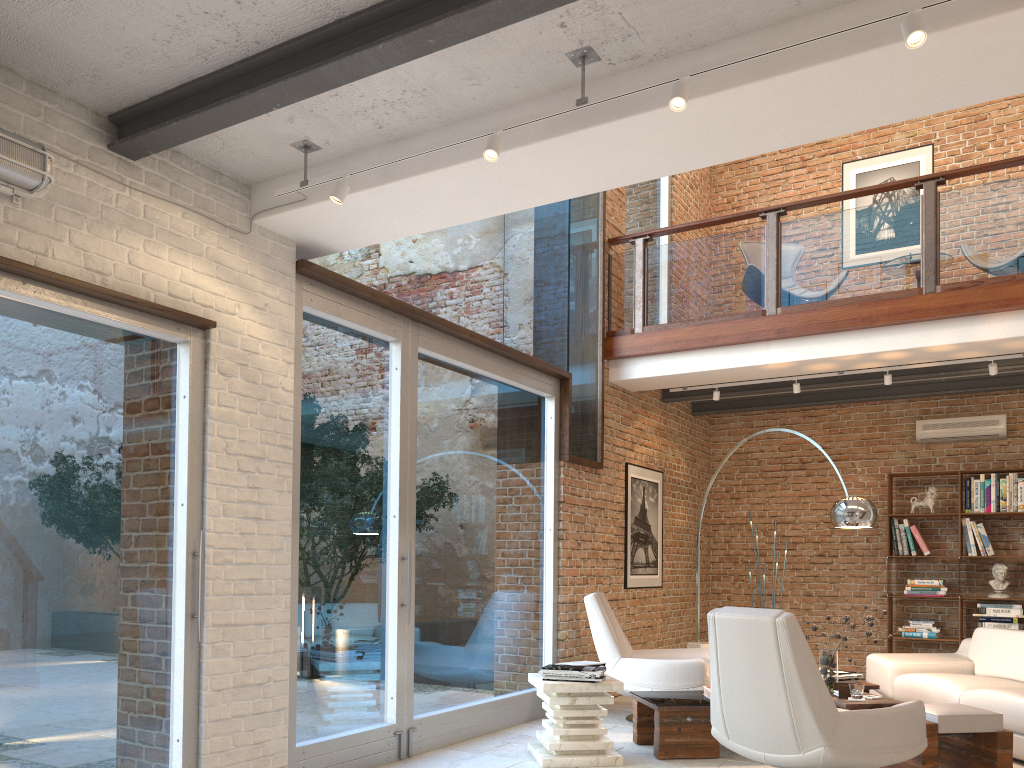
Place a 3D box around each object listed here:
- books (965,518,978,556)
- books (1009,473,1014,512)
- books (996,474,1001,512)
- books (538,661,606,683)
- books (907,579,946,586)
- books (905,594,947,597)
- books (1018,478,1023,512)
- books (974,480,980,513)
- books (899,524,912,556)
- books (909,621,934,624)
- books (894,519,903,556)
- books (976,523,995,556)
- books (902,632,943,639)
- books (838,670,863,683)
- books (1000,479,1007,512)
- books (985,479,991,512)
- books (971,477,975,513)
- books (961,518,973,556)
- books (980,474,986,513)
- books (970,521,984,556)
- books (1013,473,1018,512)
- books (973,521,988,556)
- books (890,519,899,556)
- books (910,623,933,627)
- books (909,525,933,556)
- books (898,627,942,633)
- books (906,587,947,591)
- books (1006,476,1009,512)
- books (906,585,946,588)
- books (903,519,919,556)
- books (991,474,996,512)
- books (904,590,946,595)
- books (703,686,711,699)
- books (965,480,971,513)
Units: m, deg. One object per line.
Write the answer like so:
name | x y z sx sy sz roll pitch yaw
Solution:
books | 4.581 1.529 8.684 0.103 0.377 0.247 -1 -4 31
books | 4.892 1.074 8.537 0.036 0.377 0.247 0 -4 31
books | 4.787 1.083 8.584 0.036 0.377 0.247 0 -4 31
books | 0.418 1.800 5.482 0.389 0.078 0.580 -2 -12 15
books | 4.232 2.023 8.891 0.328 0.054 0.259 -7 -14 33
books | 4.221 2.154 8.889 0.357 0.020 0.276 -6 -14 30
books | 4.953 1.089 8.477 0.055 0.324 0.258 0 -5 31
books | 4.630 1.126 8.668 0.055 0.324 0.258 0 -5 31
books | 4.076 1.617 9.030 0.102 0.329 0.258 -1 -5 31
books | 4.192 2.437 8.928 0.237 0.018 0.174 -5 -13 24
books | 4.022 1.594 9.040 0.091 0.378 0.247 -1 -4 31
books | 4.688 1.543 8.624 0.158 0.324 0.258 -1 -6 31
books | 4.187 2.555 8.894 0.329 0.054 0.258 -9 -15 40
books | 2.263 2.089 6.217 0.403 0.073 0.254 6 -12 -26
books | 4.819 1.102 8.547 0.055 0.324 0.258 0 -5 31
books | 4.720 1.120 8.636 0.055 0.324 0.258 0 -5 31
books | 4.605 1.119 8.703 0.021 0.353 0.275 0 -5 31
books | 4.560 1.536 8.724 0.101 0.378 0.247 -1 -4 31
books | 4.672 1.095 8.648 0.036 0.377 0.247 0 -4 31
books | 4.631 1.542 8.665 0.125 0.343 0.275 -1 -5 31
books | 4.917 1.068 8.506 0.036 0.377 0.247 0 -4 31
books | 4.654 1.541 8.662 0.125 0.343 0.275 -1 -5 31
books | 3.986 1.596 9.053 0.091 0.378 0.247 -1 -4 31
books | 4.193 2.461 8.919 0.207 0.033 0.134 -6 -13 31
books | 4.199 1.609 8.946 0.195 0.314 0.258 -2 -6 31
books | 4.174 2.513 8.913 0.381 0.036 0.248 -6 -14 31
books | 4.217 2.087 8.878 0.381 0.036 0.249 -5 -13 24
books | 4.860 1.088 8.540 0.021 0.353 0.275 0 -5 31
books | 4.225 2.062 8.897 0.357 0.020 0.277 -6 -13 29
books | 4.108 1.583 8.975 0.121 0.375 0.247 -1 -5 31
books | 4.750 1.084 8.595 0.036 0.377 0.247 0 -4 31
books | 4.210 2.125 8.889 0.381 0.036 0.248 -5 -13 26
books | 1.438 2.024 5.701 0.326 0.055 0.260 0 -11 1
books | 4.573 1.137 8.724 0.055 0.324 0.258 0 -5 31
